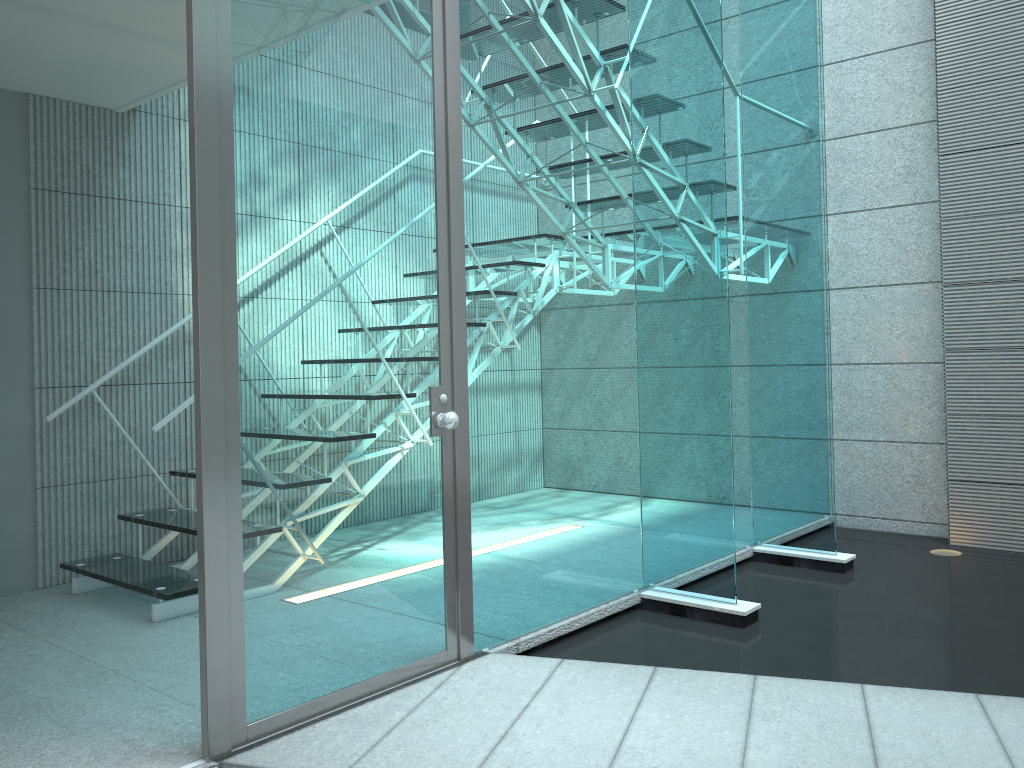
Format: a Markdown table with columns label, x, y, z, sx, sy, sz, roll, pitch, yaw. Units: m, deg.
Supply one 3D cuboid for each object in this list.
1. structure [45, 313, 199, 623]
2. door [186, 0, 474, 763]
| label | x | y | z | sx | sy | sz | roll | pitch | yaw |
| --- | --- | --- | --- | --- | --- | --- | --- | --- | --- |
| structure | -0.147 | -2.239 | 4.185 | 1.909 | 6.009 | 3.297 | -2 | 0 | 40 |
| door | -0.408 | -0.209 | 2.292 | 0.076 | 2.065 | 0.865 | -2 | 0 | 40 |
